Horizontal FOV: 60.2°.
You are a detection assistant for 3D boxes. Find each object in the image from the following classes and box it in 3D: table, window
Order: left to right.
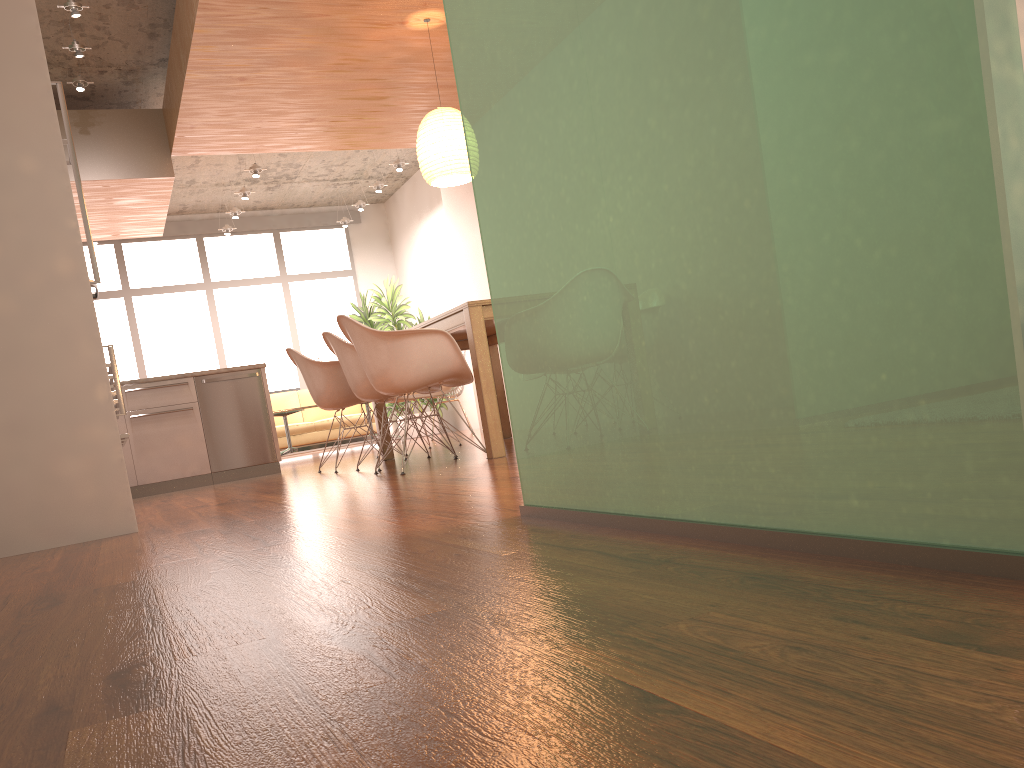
[{"bbox_3d":[-5.778,-0.266,11.084,8.485,3.301,0.062,-9,4,-24],"label":"window"},{"bbox_3d":[-2.011,0.507,9.801,1.854,0.563,0.945,-9,0,-24],"label":"table"},{"bbox_3d":[-0.127,-0.001,5.660,1.017,0.814,2.084,-10,0,-24],"label":"table"}]

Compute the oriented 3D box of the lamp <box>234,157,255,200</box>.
[{"bbox_3d":[-2.959,-2.266,9.670,0.135,0.486,0.196,-6,4,33],"label":"lamp"}]

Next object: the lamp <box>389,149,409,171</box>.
[{"bbox_3d":[-1.248,-2.546,9.528,0.135,0.486,0.196,-6,4,33],"label":"lamp"}]

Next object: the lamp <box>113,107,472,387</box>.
[{"bbox_3d":[-2.065,-0.823,6.269,3.188,1.355,3.083,-9,0,-24],"label":"lamp"}]

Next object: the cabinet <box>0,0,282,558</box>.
[{"bbox_3d":[-2.341,-0.391,5.494,1.897,2.288,4.267,-10,1,-24],"label":"cabinet"}]

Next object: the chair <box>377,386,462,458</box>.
[{"bbox_3d":[-0.824,0.111,6.972,0.675,0.866,0.648,-11,3,-39],"label":"chair"}]

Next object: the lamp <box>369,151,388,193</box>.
[{"bbox_3d":[-1.585,-2.477,10.278,0.135,0.486,0.196,-6,4,33],"label":"lamp"}]

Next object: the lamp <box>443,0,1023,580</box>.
[{"bbox_3d":[-0.344,-1.295,4.871,0.444,3.414,8.211,-10,0,-7],"label":"lamp"}]

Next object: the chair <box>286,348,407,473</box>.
[{"bbox_3d":[-1.142,0.145,6.014,0.636,0.866,0.688,-11,3,-29],"label":"chair"}]

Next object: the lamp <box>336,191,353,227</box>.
[{"bbox_3d":[-2.259,-2.341,11.778,0.135,0.486,0.196,-6,4,33],"label":"lamp"}]

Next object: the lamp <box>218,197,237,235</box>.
[{"bbox_3d":[-3.633,-2.130,11.170,0.135,0.486,0.196,-6,4,33],"label":"lamp"}]

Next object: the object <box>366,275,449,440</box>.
[{"bbox_3d":[-1.332,-0.350,11.565,0.962,2.118,1.079,-10,3,-11],"label":"object"}]

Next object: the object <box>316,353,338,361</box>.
[{"bbox_3d":[-2.015,-0.079,9.765,0.295,0.593,0.373,-11,3,-30],"label":"object"}]

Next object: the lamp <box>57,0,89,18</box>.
[{"bbox_3d":[-2.628,-2.412,5.215,0.104,0.473,0.151,-6,5,33],"label":"lamp"}]

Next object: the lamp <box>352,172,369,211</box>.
[{"bbox_3d":[-1.922,-2.409,11.028,0.135,0.486,0.196,-6,4,33],"label":"lamp"}]

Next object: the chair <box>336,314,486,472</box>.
[{"bbox_3d":[-0.552,0.020,4.739,0.636,0.854,0.688,-10,3,-29],"label":"chair"}]

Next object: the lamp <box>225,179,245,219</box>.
[{"bbox_3d":[-3.296,-2.198,10.420,0.135,0.486,0.196,-6,4,33],"label":"lamp"}]

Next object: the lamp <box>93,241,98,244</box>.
[{"bbox_3d":[-5.025,-1.916,10.555,0.135,0.486,0.196,-6,4,33],"label":"lamp"}]

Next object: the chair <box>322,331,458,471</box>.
[{"bbox_3d":[-0.769,0.073,5.403,0.636,0.866,0.688,-11,3,-29],"label":"chair"}]

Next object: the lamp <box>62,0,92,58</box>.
[{"bbox_3d":[-2.861,-2.364,5.735,0.104,0.473,0.151,-6,5,33],"label":"lamp"}]

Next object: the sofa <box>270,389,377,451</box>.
[{"bbox_3d":[-2.549,0.475,10.966,1.785,0.843,0.883,-9,1,-24],"label":"sofa"}]

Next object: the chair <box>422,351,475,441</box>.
[{"bbox_3d":[-0.685,0.114,9.441,0.560,0.906,0.541,-9,3,-4],"label":"chair"}]

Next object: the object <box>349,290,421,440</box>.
[{"bbox_3d":[-1.623,-0.292,12.178,1.078,2.118,0.963,-9,3,-6],"label":"object"}]

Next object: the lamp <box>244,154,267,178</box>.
[{"bbox_3d":[-2.622,-2.335,8.920,0.135,0.486,0.196,-6,4,33],"label":"lamp"}]

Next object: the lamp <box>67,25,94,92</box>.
[{"bbox_3d":[-3.095,-2.317,6.255,0.104,0.473,0.151,-6,5,33],"label":"lamp"}]
